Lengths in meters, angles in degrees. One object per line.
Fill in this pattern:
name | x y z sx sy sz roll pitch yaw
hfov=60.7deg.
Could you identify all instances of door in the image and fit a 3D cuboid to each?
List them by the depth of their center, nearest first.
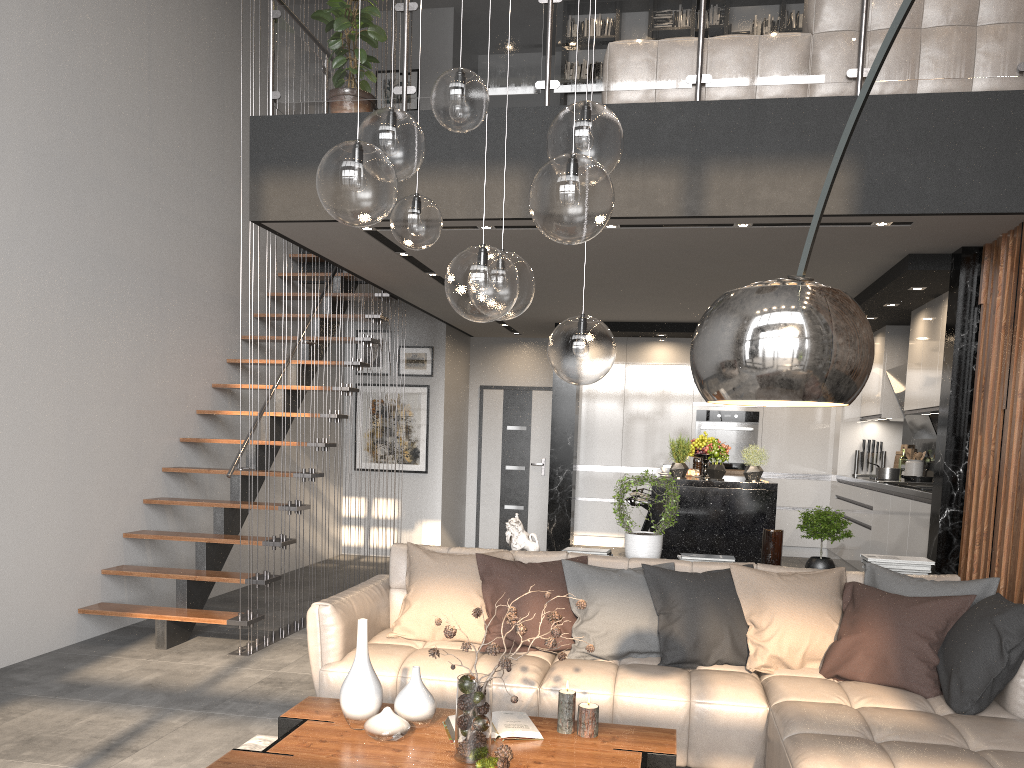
door | 0.048 1.077 10.953 0.973 2.108 0.167 3 6 10

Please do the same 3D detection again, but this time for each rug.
rug | -0.203 1.601 3.114 2.295 0.020 1.602 1 -4 10

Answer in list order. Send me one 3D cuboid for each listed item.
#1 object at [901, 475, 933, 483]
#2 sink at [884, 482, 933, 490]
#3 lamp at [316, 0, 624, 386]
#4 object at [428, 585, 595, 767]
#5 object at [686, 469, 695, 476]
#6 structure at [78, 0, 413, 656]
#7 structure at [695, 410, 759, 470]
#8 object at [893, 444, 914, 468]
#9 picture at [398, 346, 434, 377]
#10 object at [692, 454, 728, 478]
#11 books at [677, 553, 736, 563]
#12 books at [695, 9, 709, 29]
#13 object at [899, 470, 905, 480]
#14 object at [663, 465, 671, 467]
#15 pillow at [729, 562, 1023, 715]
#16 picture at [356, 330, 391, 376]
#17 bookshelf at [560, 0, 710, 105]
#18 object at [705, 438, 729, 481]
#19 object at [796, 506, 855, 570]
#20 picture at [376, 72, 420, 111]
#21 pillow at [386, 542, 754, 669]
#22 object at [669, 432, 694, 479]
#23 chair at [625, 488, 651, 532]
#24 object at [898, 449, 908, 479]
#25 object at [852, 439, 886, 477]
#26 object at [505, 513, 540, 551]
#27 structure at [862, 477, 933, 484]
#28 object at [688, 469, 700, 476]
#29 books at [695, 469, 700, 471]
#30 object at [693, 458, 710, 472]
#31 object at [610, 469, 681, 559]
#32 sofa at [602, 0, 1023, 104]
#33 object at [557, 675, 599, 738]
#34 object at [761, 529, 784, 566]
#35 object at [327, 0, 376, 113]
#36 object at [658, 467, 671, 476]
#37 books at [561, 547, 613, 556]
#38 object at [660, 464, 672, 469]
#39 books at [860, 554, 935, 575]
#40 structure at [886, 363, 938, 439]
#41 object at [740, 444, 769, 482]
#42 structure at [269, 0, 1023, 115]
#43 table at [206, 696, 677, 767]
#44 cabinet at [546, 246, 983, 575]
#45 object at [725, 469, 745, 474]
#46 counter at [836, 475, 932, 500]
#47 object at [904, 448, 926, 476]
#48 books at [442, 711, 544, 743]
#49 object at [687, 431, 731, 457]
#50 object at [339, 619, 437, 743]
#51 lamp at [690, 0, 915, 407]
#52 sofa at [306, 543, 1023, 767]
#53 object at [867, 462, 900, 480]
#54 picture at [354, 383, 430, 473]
object | 3.414 0.805 7.470 0.352 0.061 0.231 3 -3 -11
sink | 3.225 0.678 6.646 0.497 0.552 1.108 2 -2 11
lamp | -0.025 -2.535 2.566 1.230 5.058 1.214 3 5 7
object | 0.015 0.946 2.889 0.542 0.610 0.313 1 4 -19
object | 1.456 0.723 7.167 0.074 0.060 0.060 2 1 32
structure | -1.807 -1.170 7.035 1.177 6.121 3.564 3 3 11
structure | 2.355 0.624 9.696 0.654 0.639 0.647 2 1 10
object | 3.825 0.757 8.567 0.097 0.334 0.398 3 0 11
picture | -1.079 -0.255 9.818 0.409 0.338 0.024 2 6 10
object | 1.530 0.648 6.919 0.367 0.190 0.365 3 -2 -26
books | 1.071 1.006 4.886 0.325 0.100 0.204 1 -2 10
books | 2.226 -2.539 8.671 3.434 2.361 0.209 2 6 10
object | 3.693 0.814 8.219 0.180 0.164 0.271 2 -1 10
object | 1.348 0.739 7.584 0.084 0.071 0.076 2 1 -30
pillow | 1.687 1.138 4.010 1.377 0.553 0.760 0 -1 41
picture | -1.567 -0.352 9.897 0.409 0.512 0.024 2 6 10
bookshelf | 2.227 -2.494 8.685 3.516 2.549 0.245 2 6 10
object | 1.529 0.563 6.538 0.178 0.316 0.171 3 4 21
object | 1.686 0.864 4.756 0.271 0.413 0.307 0 3 -30
picture | -1.252 -3.185 9.572 0.503 0.416 0.024 2 6 10
pillow | 0.342 1.107 4.356 1.938 0.505 0.539 1 1 9
object | 1.277 0.530 6.601 0.186 0.373 0.194 -1 5 -35
chair | 1.212 1.323 7.653 0.434 0.742 1.721 3 -2 11
object | 3.718 0.759 8.290 0.089 0.286 0.080 3 5 11
object | 3.619 0.748 8.841 0.321 0.377 0.066 2 5 10
object | 0.069 0.891 5.038 0.206 0.293 0.135 3 4 29
structure | 3.389 0.850 7.644 0.509 0.061 0.598 1 -3 10
object | 1.479 0.727 7.216 0.131 0.060 0.069 2 0 10
books | 1.530 0.783 7.902 0.322 0.038 0.171 1 -3 9
object | 1.815 0.695 8.310 0.150 0.287 0.198 1 3 -7
object | 0.743 0.761 4.911 0.385 0.583 0.213 1 5 -9
sofa | 1.819 -1.815 5.766 2.274 0.789 2.278 1 -3 10
object | 0.240 1.166 3.171 0.153 0.213 0.076 3 5 20
object | 1.426 0.930 4.804 0.109 0.271 0.108 3 5 16
object | -0.935 -2.278 5.353 0.770 1.487 0.524 4 5 30
object | 1.245 0.704 7.012 0.155 0.071 0.154 3 -2 -21
books | 0.429 0.997 5.006 0.347 0.101 0.193 1 -2 10
object | 1.466 0.785 8.208 0.155 0.071 0.154 3 -2 -21
books | 2.042 1.000 4.660 0.332 0.152 0.199 2 0 11
structure | 3.518 -0.047 7.536 0.413 1.042 0.732 3 3 10
object | 1.808 0.585 6.515 0.220 0.287 0.209 3 3 24
structure | 0.918 -1.789 6.434 4.216 0.747 3.364 1 -3 10
table | -0.189 1.420 2.966 1.450 0.358 0.894 1 -2 10
cabinet | 1.875 0.320 7.578 3.615 3.273 6.177 2 -1 11
object | 2.076 0.828 8.262 0.290 0.030 0.399 1 -4 10
counter | 3.309 0.843 7.224 0.609 0.040 3.444 1 -4 11
object | 3.665 0.728 7.965 0.175 0.308 0.156 3 4 14
books | -0.068 1.241 3.174 0.343 0.040 0.230 3 -3 -12
object | 1.545 0.482 6.909 0.347 0.217 0.317 2 -1 8
object | -0.458 1.045 3.133 0.315 0.402 0.318 3 2 29
lamp | 0.667 0.325 0.805 0.320 2.359 2.015 1 2 -13
sofa | 0.620 1.267 3.836 3.239 0.827 1.869 1 -2 10
object | 3.350 0.786 7.873 0.200 0.155 0.346 2 -2 1
picture | -1.367 0.503 9.938 0.870 1.006 0.024 2 6 10
